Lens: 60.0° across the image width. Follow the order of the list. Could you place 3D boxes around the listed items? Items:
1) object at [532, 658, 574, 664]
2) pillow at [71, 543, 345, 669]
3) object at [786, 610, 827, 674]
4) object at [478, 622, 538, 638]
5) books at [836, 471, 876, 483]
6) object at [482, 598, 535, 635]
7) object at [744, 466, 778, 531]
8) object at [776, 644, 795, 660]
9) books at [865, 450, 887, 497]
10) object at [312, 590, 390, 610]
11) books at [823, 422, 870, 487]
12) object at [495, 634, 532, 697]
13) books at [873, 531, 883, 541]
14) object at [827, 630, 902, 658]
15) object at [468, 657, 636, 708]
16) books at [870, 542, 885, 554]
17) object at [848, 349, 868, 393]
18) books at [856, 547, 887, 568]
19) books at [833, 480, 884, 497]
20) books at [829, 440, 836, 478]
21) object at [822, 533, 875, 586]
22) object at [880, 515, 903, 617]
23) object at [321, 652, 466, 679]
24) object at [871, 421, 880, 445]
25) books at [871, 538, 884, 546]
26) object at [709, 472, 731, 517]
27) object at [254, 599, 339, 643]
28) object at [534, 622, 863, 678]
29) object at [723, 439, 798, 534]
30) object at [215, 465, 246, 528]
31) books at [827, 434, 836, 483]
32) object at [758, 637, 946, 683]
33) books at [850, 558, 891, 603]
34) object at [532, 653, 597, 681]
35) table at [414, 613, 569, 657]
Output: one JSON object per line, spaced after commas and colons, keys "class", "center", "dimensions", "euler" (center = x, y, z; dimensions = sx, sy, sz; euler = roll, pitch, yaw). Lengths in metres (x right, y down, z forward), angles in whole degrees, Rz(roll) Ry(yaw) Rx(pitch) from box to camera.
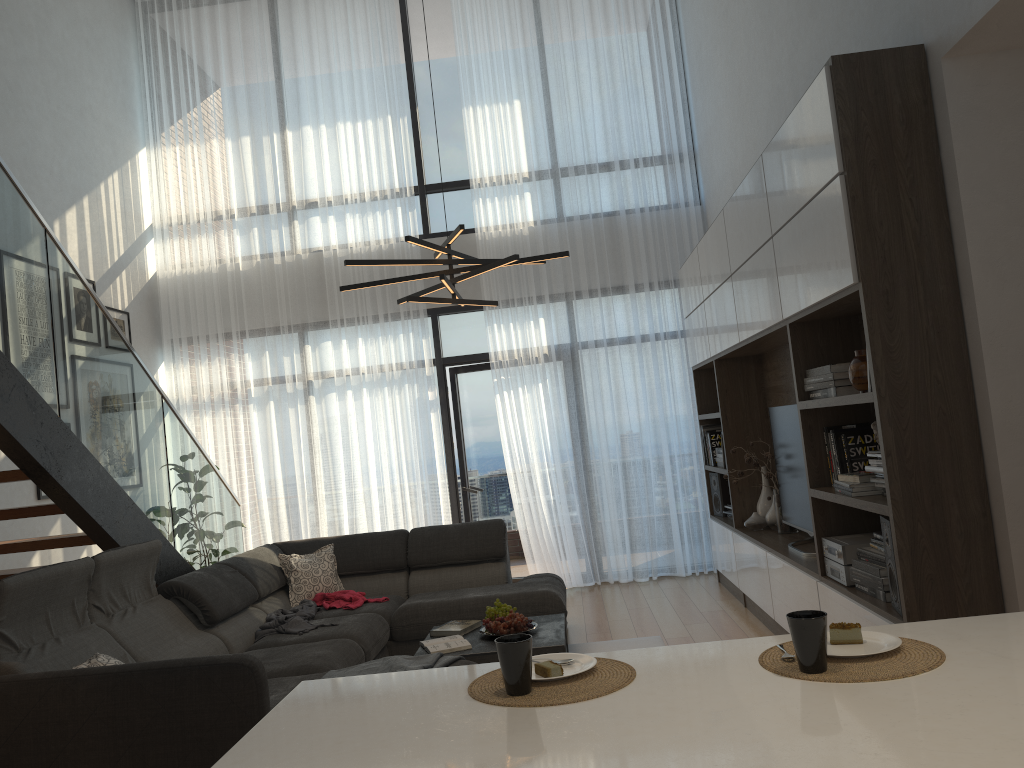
{"class": "object", "center": [0.059, 0.528, 1.691], "dimensions": [0.126, 0.012, 0.025], "euler": [-8, -4, 22]}
{"class": "pillow", "center": [-1.399, 1.171, 4.478], "dimensions": [0.386, 0.364, 2.734], "euler": [-7, -4, 7]}
{"class": "object", "center": [0.497, 0.431, 1.478], "dimensions": [0.066, 0.093, 0.066], "euler": [-9, -5, 39]}
{"class": "object", "center": [-0.019, 1.210, 4.352], "dimensions": [0.295, 0.026, 0.295], "euler": [-6, -4, -3]}
{"class": "books", "center": [1.478, 0.366, 3.565], "dimensions": [0.266, 0.030, 0.209], "euler": [-6, -4, -4]}
{"class": "object", "center": [-0.019, 1.139, 4.350], "dimensions": [0.256, 0.173, 0.279], "euler": [-6, -4, 0]}
{"class": "object", "center": [1.680, 0.739, 5.760], "dimensions": [0.313, 0.397, 0.313], "euler": [-3, -5, -45]}
{"class": "object", "center": [0.490, 0.480, 1.597], "dimensions": [0.025, 0.011, 0.126], "euler": [-7, -4, 7]}
{"class": "books", "center": [1.458, 0.321, 3.219], "dimensions": [0.224, 0.176, 0.374], "euler": [-6, -4, 2]}
{"class": "object", "center": [-1.040, 1.299, 5.362], "dimensions": [0.536, 0.077, 0.323], "euler": [-9, -4, 37]}
{"class": "books", "center": [1.513, 0.315, 3.964], "dimensions": [0.202, 0.268, 0.053], "euler": [-6, -4, 3]}
{"class": "object", "center": [0.007, 0.487, 1.534], "dimensions": [0.066, 0.093, 0.066], "euler": [-5, -4, -24]}
{"class": "books", "center": [1.532, 0.598, 3.485], "dimensions": [0.161, 0.023, 0.213], "euler": [-7, -4, 6]}
{"class": "object", "center": [0.598, 0.465, 1.575], "dimensions": [0.176, 0.014, 0.176], "euler": [-6, -4, -7]}
{"class": "object", "center": [0.071, 0.532, 1.595], "dimensions": [0.304, 0.002, 0.304], "euler": [-9, -4, 35]}
{"class": "books", "center": [1.519, 0.638, 3.484], "dimensions": [0.161, 0.023, 0.213], "euler": [-7, -4, 6]}
{"class": "object", "center": [1.392, -0.049, 3.487], "dimensions": [0.130, 0.171, 0.130], "euler": [-9, -5, 42]}
{"class": "books", "center": [1.515, 0.671, 3.481], "dimensions": [0.224, 0.042, 0.277], "euler": [-6, -4, -2]}
{"class": "books", "center": [1.455, 0.408, 3.573], "dimensions": [0.250, 0.047, 0.310], "euler": [-7, -4, 8]}
{"class": "books", "center": [1.501, 0.329, 3.908], "dimensions": [0.170, 0.236, 0.049], "euler": [-6, -4, 3]}
{"class": "object", "center": [1.502, 0.749, 3.800], "dimensions": [0.270, 0.174, 0.285], "euler": [-6, -4, 3]}
{"class": "object", "center": [1.465, 0.632, 3.145], "dimensions": [0.244, 0.331, 0.214], "euler": [-7, -4, 13]}
{"class": "object", "center": [-0.492, 1.275, 3.507], "dimensions": [0.548, 0.369, 0.685], "euler": [-7, -4, 11]}
{"class": "object", "center": [1.526, 0.241, 3.573], "dimensions": [0.116, 0.207, 0.117], "euler": [-10, -5, 44]}
{"class": "books", "center": [1.519, 0.619, 3.487], "dimensions": [0.142, 0.015, 0.198], "euler": [-6, -4, 1]}
{"class": "object", "center": [1.680, 0.837, 6.825], "dimensions": [0.244, 0.331, 0.214], "euler": [-6, -4, -7]}
{"class": "object", "center": [-1.246, 1.324, 4.959], "dimensions": [0.411, 0.118, 0.905], "euler": [-5, -4, -21]}
{"class": "object", "center": [0.337, 0.482, 1.617], "dimensions": [0.597, 0.039, 0.064], "euler": [-6, -4, -1]}
{"class": "object", "center": [1.585, 0.638, 5.597], "dimensions": [0.542, 0.598, 0.317], "euler": [-9, -5, 39]}
{"class": "object", "center": [-2.610, 1.293, 7.214], "dimensions": [0.528, 1.463, 0.774], "euler": [-8, -4, 23]}
{"class": "books", "center": [1.509, 0.329, 3.931], "dimensions": [0.189, 0.240, 0.053], "euler": [-6, -4, 3]}
{"class": "object", "center": [0.584, 0.473, 1.538], "dimensions": [0.305, 0.002, 0.305], "euler": [-4, -4, -28]}
{"class": "books", "center": [1.504, 0.755, 3.471], "dimensions": [0.248, 0.123, 0.307], "euler": [-6, -4, -2]}
{"class": "object", "center": [0.070, 0.527, 1.639], "dimensions": [0.176, 0.014, 0.176], "euler": [-7, -4, 7]}
{"class": "table", "center": [-0.073, 1.392, 4.345], "dimensions": [0.700, 0.323, 0.700], "euler": [-6, -4, 3]}
